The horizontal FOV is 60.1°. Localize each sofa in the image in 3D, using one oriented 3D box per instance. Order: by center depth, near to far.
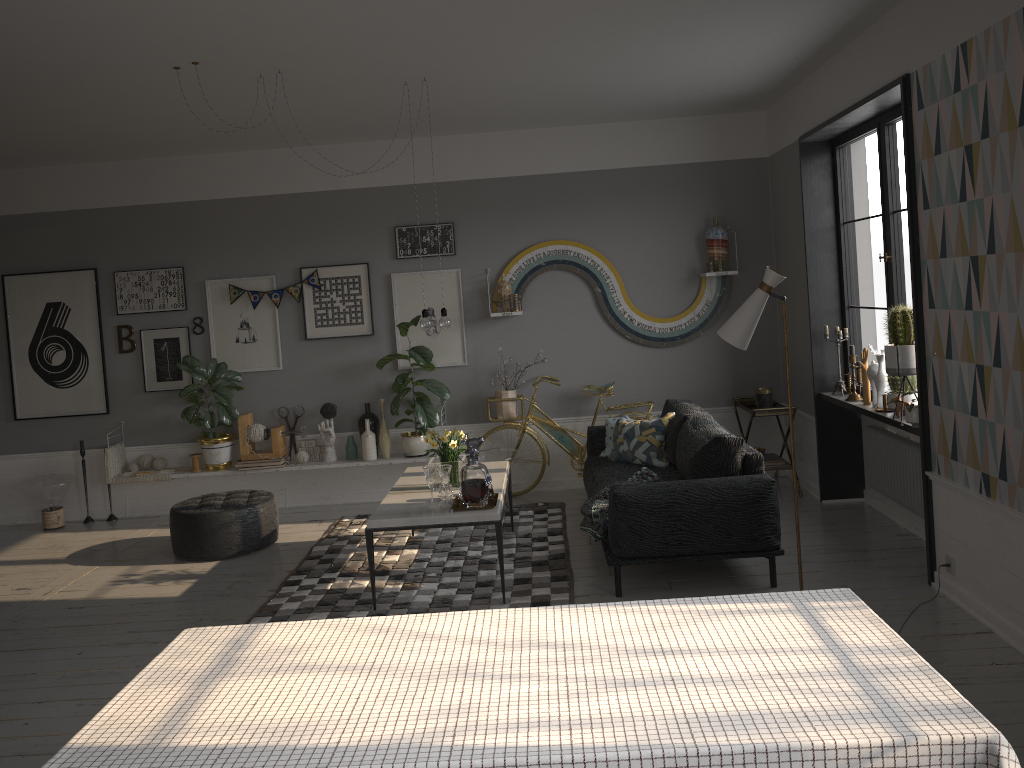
[{"bbox_3d":[0.976,0.613,5.787,0.970,0.795,2.351,-4,5,2],"label":"sofa"}]

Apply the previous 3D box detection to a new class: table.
[{"bbox_3d":[0.021,1.057,2.079,2.024,0.782,0.935,-4,4,2],"label":"table"},{"bbox_3d":[-0.381,0.883,5.427,0.732,0.509,1.462,-4,5,2],"label":"table"},{"bbox_3d":[1.979,0.475,6.915,0.339,0.677,0.745,-4,4,2],"label":"table"}]

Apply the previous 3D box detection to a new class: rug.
[{"bbox_3d":[-0.513,1.109,5.666,1.769,0.034,2.538,-4,6,2],"label":"rug"}]

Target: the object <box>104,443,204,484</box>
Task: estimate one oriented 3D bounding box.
[{"bbox_3d":[-2.926,0.638,7.320,0.784,0.306,0.330,-4,4,3],"label":"object"}]

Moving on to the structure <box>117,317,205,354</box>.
[{"bbox_3d":[-2.954,-0.411,7.456,0.739,0.262,0.024,-4,2,2],"label":"structure"}]

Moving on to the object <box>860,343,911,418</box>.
[{"bbox_3d":[2.242,-0.037,5.328,0.134,0.408,0.665,-4,5,3],"label":"object"}]

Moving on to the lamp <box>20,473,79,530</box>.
[{"bbox_3d":[-3.787,0.969,7.281,0.432,0.436,0.434,-2,4,24],"label":"lamp"}]

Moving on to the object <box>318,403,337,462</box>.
[{"bbox_3d":[-1.505,0.395,7.278,0.155,0.482,0.137,-4,2,2],"label":"object"}]

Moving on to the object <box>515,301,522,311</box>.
[{"bbox_3d":[0.050,-0.638,7.230,0.062,0.081,0.062,-6,4,-22],"label":"object"}]

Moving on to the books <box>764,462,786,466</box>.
[{"bbox_3d":[1.973,0.590,6.839,0.201,0.022,0.299,-4,6,3],"label":"books"}]

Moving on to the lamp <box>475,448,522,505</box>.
[{"bbox_3d":[-0.126,0.736,6.999,0.432,0.436,0.434,-2,5,33],"label":"lamp"}]

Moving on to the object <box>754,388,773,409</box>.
[{"bbox_3d":[1.907,0.115,6.702,0.141,0.160,0.139,-1,5,40],"label":"object"}]

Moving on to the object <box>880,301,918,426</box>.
[{"bbox_3d":[2.161,-0.122,4.874,0.229,0.668,0.236,-5,3,-27],"label":"object"}]

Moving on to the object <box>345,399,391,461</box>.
[{"bbox_3d":[-1.191,0.371,7.252,0.287,0.487,0.331,-6,4,-37],"label":"object"}]

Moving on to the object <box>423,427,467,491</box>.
[{"bbox_3d":[-0.387,0.453,5.405,0.325,0.350,0.353,-4,4,4],"label":"object"}]

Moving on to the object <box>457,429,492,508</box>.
[{"bbox_3d":[-0.208,0.463,4.848,0.155,0.416,0.149,-3,3,21],"label":"object"}]

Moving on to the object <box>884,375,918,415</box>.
[{"bbox_3d":[2.288,0.033,5.172,0.214,0.282,0.235,-6,4,-24],"label":"object"}]

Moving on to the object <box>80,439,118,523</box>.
[{"bbox_3d":[-3.476,0.801,7.407,0.279,0.699,0.092,-4,2,-6],"label":"object"}]

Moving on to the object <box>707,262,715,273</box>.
[{"bbox_3d":[1.593,-0.934,7.092,0.060,0.079,0.060,-5,3,-9],"label":"object"}]

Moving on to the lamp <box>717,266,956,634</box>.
[{"bbox_3d":[1.528,0.285,4.059,1.246,1.698,0.682,-4,3,0],"label":"lamp"}]

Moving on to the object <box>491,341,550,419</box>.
[{"bbox_3d":[0.056,-0.036,7.148,0.487,0.639,0.254,-3,3,20],"label":"object"}]

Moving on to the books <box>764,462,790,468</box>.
[{"bbox_3d":[1.978,0.609,6.830,0.230,0.016,0.286,-4,6,-3],"label":"books"}]

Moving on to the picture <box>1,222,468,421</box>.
[{"bbox_3d":[-4.108,-0.230,5.472,7.290,1.789,4.057,-4,5,2],"label":"picture"}]

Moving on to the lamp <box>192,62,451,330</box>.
[{"bbox_3d":[-1.039,-1.021,5.057,1.399,1.532,0.074,-6,3,-29],"label":"lamp"}]

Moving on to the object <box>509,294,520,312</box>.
[{"bbox_3d":[0.021,-0.656,7.152,0.086,0.139,0.086,-4,3,-5],"label":"object"}]

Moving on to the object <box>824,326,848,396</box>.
[{"bbox_3d":[2.259,-0.169,6.164,0.144,0.489,0.163,-2,3,38],"label":"object"}]

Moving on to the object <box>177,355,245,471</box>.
[{"bbox_3d":[-2.440,0.225,7.224,0.511,0.961,0.547,-5,3,-13],"label":"object"}]

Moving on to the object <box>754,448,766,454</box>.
[{"bbox_3d":[1.956,0.558,7.075,0.146,0.073,0.146,-5,5,-12],"label":"object"}]

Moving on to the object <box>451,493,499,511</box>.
[{"bbox_3d":[-0.203,0.656,4.919,0.246,0.015,0.319,-4,6,2],"label":"object"}]

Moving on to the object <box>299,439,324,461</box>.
[{"bbox_3d":[-1.647,0.549,7.382,0.264,0.173,0.078,-3,3,8],"label":"object"}]

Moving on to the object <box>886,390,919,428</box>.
[{"bbox_3d":[2.147,0.130,4.710,0.246,0.203,0.171,-4,4,4],"label":"object"}]

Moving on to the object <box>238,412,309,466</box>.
[{"bbox_3d":[-1.945,0.451,7.278,0.545,0.439,0.239,-4,3,2],"label":"object"}]

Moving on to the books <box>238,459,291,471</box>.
[{"bbox_3d":[-2.036,0.662,7.288,0.368,0.021,0.297,-4,6,-4],"label":"books"}]

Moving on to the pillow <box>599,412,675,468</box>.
[{"bbox_3d":[0.930,0.373,6.403,0.444,0.361,0.800,-5,5,-16],"label":"pillow"}]

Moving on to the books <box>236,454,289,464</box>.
[{"bbox_3d":[-2.055,0.616,7.293,0.379,0.017,0.230,-4,6,-1],"label":"books"}]

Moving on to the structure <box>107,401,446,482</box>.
[{"bbox_3d":[-1.924,0.474,7.307,2.775,0.485,0.309,-4,3,2],"label":"structure"}]

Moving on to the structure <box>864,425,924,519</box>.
[{"bbox_3d":[2.429,0.552,5.419,0.149,0.426,1.228,-4,5,0],"label":"structure"}]

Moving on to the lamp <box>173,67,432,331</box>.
[{"bbox_3d":[-1.161,-1.019,5.122,1.399,1.532,0.074,-6,3,-29],"label":"lamp"}]

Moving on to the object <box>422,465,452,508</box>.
[{"bbox_3d":[-0.408,0.569,4.910,0.167,0.226,0.082,-3,3,14],"label":"object"}]

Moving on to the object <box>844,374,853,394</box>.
[{"bbox_3d":[2.351,-0.007,6.168,0.084,0.151,0.085,-4,3,6],"label":"object"}]

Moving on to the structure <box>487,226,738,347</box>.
[{"bbox_3d":[0.815,-0.739,7.187,2.021,0.953,0.268,-4,2,2],"label":"structure"}]

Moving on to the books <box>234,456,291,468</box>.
[{"bbox_3d":[-2.050,0.639,7.283,0.384,0.029,0.261,-4,6,3],"label":"books"}]

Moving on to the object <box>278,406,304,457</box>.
[{"bbox_3d":[-1.835,0.415,7.419,0.221,0.462,0.019,-4,2,2],"label":"object"}]

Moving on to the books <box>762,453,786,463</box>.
[{"bbox_3d":[1.980,0.572,6.841,0.177,0.013,0.295,-4,6,-1],"label":"books"}]

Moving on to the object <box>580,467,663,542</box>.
[{"bbox_3d":[0.668,0.720,5.193,0.490,0.328,0.669,-4,5,-3],"label":"object"}]

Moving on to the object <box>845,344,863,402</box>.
[{"bbox_3d":[2.253,-0.079,5.841,0.123,0.374,0.123,-4,2,7],"label":"object"}]

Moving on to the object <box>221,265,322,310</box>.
[{"bbox_3d":[-2.005,-0.789,7.384,0.914,0.339,0.057,-4,2,1],"label":"object"}]

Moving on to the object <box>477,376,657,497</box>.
[{"bbox_3d":[0.492,0.410,7.173,1.626,0.967,0.427,-5,3,-7],"label":"object"}]

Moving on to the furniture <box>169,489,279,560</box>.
[{"bbox_3d":[-2.042,0.987,6.299,0.736,0.355,0.737,-5,5,-11],"label":"furniture"}]

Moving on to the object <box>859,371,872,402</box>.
[{"bbox_3d":[2.304,-0.037,5.770,0.075,0.300,0.076,-3,3,33],"label":"object"}]

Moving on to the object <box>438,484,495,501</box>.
[{"bbox_3d":[-0.261,0.618,5.038,0.279,0.087,0.247,-6,6,-20],"label":"object"}]

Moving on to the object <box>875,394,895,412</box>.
[{"bbox_3d":[2.244,0.114,5.322,0.123,0.099,0.123,-2,5,25],"label":"object"}]

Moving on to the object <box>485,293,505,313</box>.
[{"bbox_3d":[-0.126,-0.655,7.142,0.197,0.165,0.060,-1,4,36],"label":"object"}]

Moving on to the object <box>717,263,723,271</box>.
[{"bbox_3d":[1.659,-0.935,7.056,0.050,0.058,0.050,-5,4,-8],"label":"object"}]

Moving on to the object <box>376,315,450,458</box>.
[{"bbox_3d":[-0.795,0.017,7.192,0.566,1.147,0.417,-2,3,42],"label":"object"}]

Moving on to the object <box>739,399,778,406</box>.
[{"bbox_3d":[1.962,0.146,7.057,0.246,0.015,0.319,-4,6,2],"label":"object"}]
